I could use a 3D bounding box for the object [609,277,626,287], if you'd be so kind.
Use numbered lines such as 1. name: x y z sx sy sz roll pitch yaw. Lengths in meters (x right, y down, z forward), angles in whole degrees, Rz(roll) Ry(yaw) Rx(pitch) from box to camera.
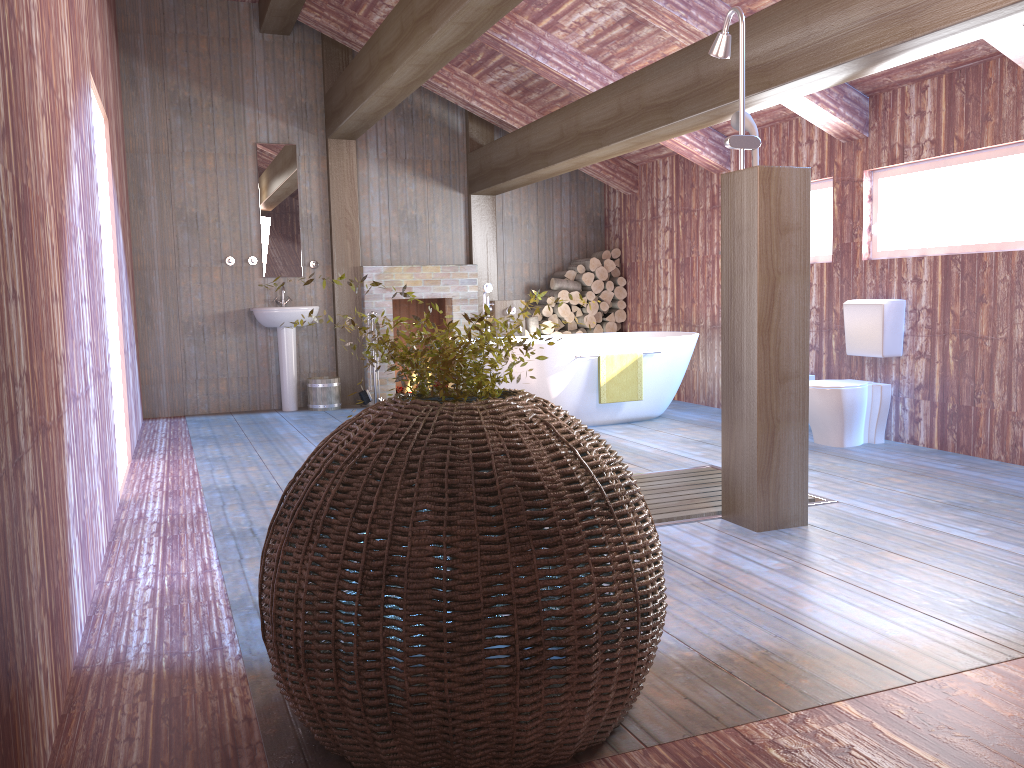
1. object: 1.023 -1.049 9.095 0.102 0.109 0.438 -4 6 -21

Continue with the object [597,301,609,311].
1. object: 0.844 -0.797 9.045 0.102 0.109 0.438 -4 6 -21

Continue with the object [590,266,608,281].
1. object: 0.805 -1.115 9.004 0.141 0.143 0.437 -4 6 -23

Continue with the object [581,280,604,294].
1. object: 0.772 -0.977 9.003 0.143 0.151 0.440 -4 6 -21

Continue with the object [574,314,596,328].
1. object: 0.688 -0.641 8.998 0.141 0.143 0.437 -4 6 -23

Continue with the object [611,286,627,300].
1. object: 1.013 -0.936 9.105 0.147 0.152 0.439 -4 6 -21

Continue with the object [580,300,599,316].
1. object: 0.724 -0.768 9.002 0.136 0.157 0.439 -4 6 -20

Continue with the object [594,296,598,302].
1. object: 0.779 -0.850 8.993 0.095 0.090 0.278 -4 6 -20

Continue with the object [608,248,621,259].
1. object: 1.004 -1.328 9.103 0.112 0.113 0.271 -4 6 -21

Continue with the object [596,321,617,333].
1. object: 0.911 -0.576 9.102 0.137 0.133 0.437 -4 6 -23

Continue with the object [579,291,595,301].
1. object: 0.702 -0.894 8.978 0.102 0.109 0.438 -4 6 -21

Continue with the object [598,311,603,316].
1. object: 0.863 -0.714 9.048 0.065 0.069 0.177 -4 6 -22

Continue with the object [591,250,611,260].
1. object: 0.906 -1.298 9.065 0.104 0.121 0.270 -4 6 -20

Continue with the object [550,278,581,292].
1. object: 0.533 -0.978 8.797 0.302 0.157 0.121 -4 6 -20

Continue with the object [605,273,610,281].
1. object: 0.883 -1.091 9.145 0.132 0.119 0.319 -4 6 -20

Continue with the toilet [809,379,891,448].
1. toilet: 2.067 0.187 5.637 0.534 0.400 0.375 -4 6 -20

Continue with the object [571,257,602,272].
1. object: 0.748 -1.204 8.993 0.135 0.139 0.456 -4 6 -20

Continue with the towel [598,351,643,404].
1. towel: 0.791 -0.048 6.432 0.370 0.361 0.032 -4 6 -25

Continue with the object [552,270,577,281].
1. object: 0.532 -1.088 9.001 0.140 0.121 0.319 -4 6 -20

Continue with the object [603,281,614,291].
1. object: 0.902 -0.998 9.050 0.089 0.106 0.437 -4 6 -20

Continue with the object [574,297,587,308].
1. object: 0.621 -0.818 8.952 0.109 0.124 0.424 -4 6 -22

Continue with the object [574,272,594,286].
1. object: 0.672 -1.061 8.974 0.139 0.148 0.458 -4 6 -21

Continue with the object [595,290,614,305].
1. object: 0.864 -0.882 9.078 0.172 0.151 0.482 -4 6 -20

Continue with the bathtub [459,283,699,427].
1. bathtub: 0.530 -0.255 6.927 1.935 1.109 1.460 -1 6 1

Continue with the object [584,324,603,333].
1. object: 0.806 -0.556 9.027 0.114 0.113 0.301 -4 6 -23

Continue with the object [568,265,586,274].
1. object: 0.649 -1.155 8.927 0.094 0.097 0.227 -4 6 -20

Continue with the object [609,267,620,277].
1. object: 1.005 -1.147 9.119 0.107 0.115 0.269 -4 6 -20

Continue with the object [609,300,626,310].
1. object: 1.025 -0.818 9.117 0.102 0.109 0.438 -4 6 -21

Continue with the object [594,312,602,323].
1. object: 0.799 -0.684 9.024 0.111 0.118 0.302 -4 6 -22

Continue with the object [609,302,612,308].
1. object: 0.951 -0.818 9.136 0.088 0.092 0.280 -4 6 -20

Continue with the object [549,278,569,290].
1. object: 0.485 -1.000 8.989 0.113 0.130 0.291 -4 6 -20

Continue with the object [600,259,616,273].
1. object: 0.896 -1.199 9.054 0.133 0.142 0.456 -4 6 -20

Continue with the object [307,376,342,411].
1. object: -1.719 0.089 8.122 0.309 0.290 0.308 -3 6 -11

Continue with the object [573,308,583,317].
1. object: 0.625 -0.729 8.970 0.085 0.096 0.280 -4 6 -20

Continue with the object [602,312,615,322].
1. object: 0.912 -0.691 9.083 0.115 0.112 0.423 -4 6 -21

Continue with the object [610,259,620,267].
1. object: 1.005 -1.245 9.127 0.081 0.100 0.281 -4 6 -21

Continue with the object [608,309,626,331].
1. object: 1.016 -0.653 9.138 0.137 0.256 0.439 -4 6 -21
